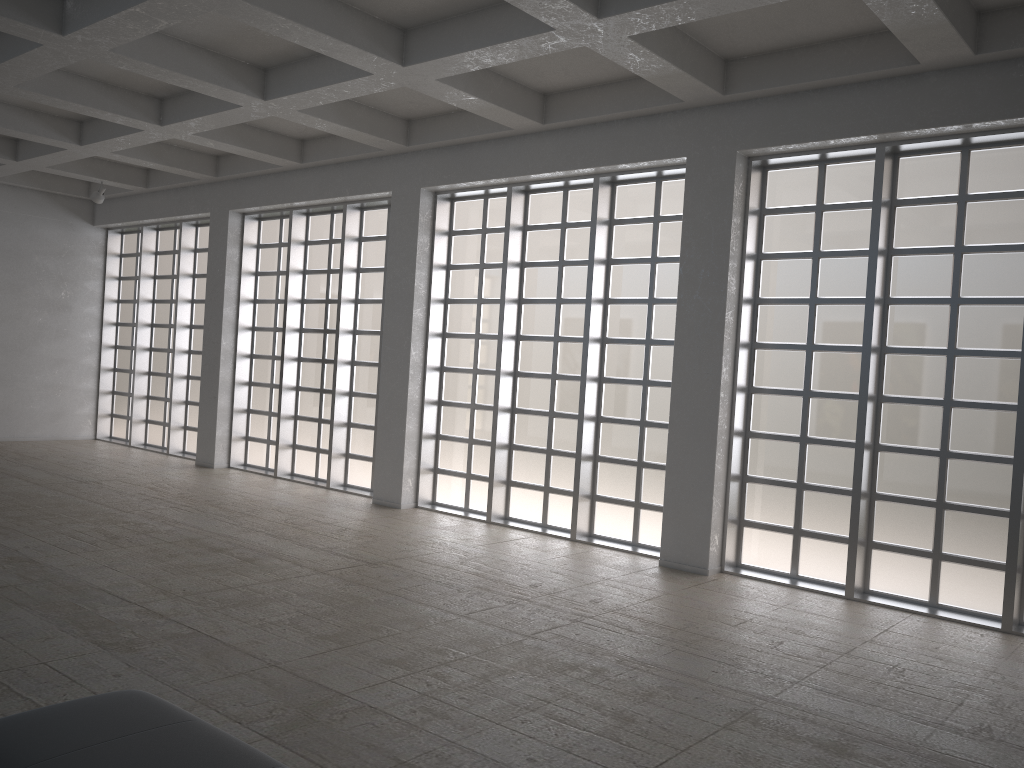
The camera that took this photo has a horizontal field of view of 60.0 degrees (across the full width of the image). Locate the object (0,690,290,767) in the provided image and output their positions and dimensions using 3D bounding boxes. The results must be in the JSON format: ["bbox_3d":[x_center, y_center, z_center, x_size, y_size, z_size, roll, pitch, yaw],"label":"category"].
[{"bbox_3d":[-2.352,2.868,5.733,3.044,0.828,1.616,4,1,40],"label":"object"}]
